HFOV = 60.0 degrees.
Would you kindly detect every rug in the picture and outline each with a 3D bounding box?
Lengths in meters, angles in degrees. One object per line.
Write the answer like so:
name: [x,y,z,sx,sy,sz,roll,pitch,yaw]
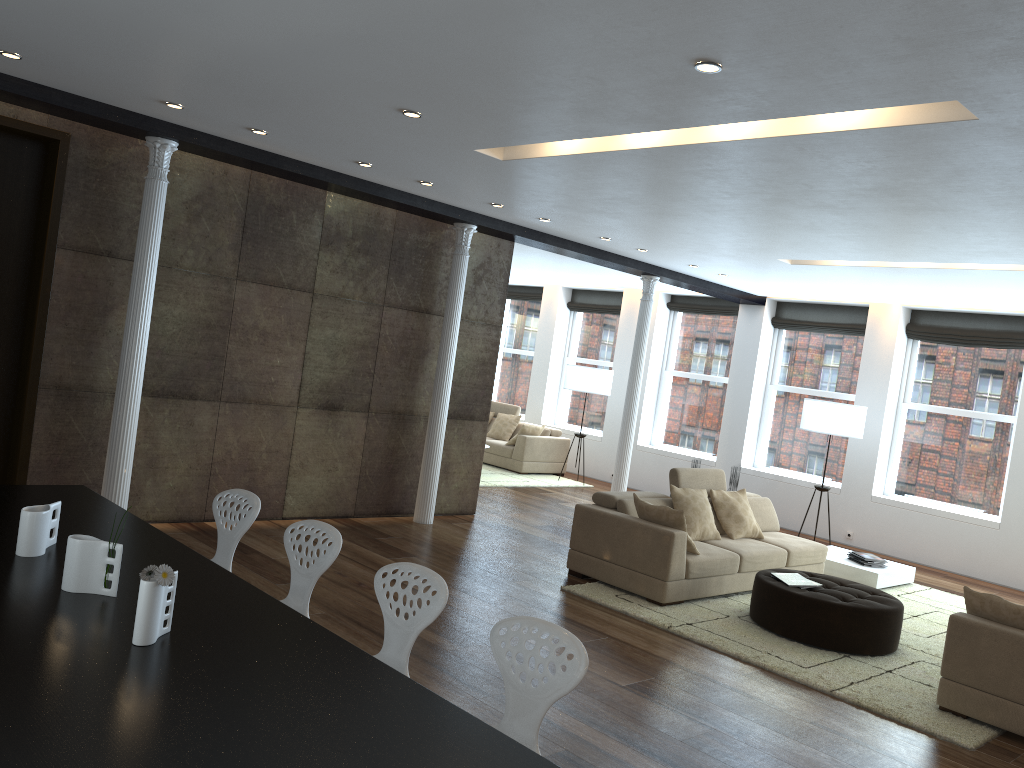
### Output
rug: [2.902,1.919,7.207,4.231,0.020,2.972,7,2,-44]
rug: [-1.319,1.123,13.431,2.972,0.020,4.231,7,2,-44]

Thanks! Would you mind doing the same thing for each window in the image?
window: [0.117,-0.549,15.864,0.123,2.400,1.444,7,2,-44]
window: [2.775,-0.082,13.100,0.123,2.400,1.391,7,2,-44]
window: [5.285,0.360,10.489,0.123,2.400,1.442,7,2,-44]
window: [1.352,-0.332,14.580,0.123,2.400,1.345,7,2,-44]
window: [4.021,0.138,11.803,0.123,2.400,1.432,7,2,-44]

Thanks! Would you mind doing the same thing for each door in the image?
door: [-3.827,-0.440,6.111,1.000,2.814,0.510,7,2,-44]

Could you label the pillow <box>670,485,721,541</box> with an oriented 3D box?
pillow: [1.587,1.114,7.662,0.534,0.439,0.301,7,2,-41]

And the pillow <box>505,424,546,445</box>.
pillow: [0.215,0.768,13.400,0.395,0.393,0.518,10,2,42]

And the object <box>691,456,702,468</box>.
object: [2.388,1.328,11.699,0.458,0.781,0.458,7,2,-45]

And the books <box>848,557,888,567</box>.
books: [3.532,1.768,8.798,0.220,0.010,0.300,8,2,-24]

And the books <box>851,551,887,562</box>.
books: [3.540,1.711,8.796,0.220,0.010,0.300,8,2,-4]

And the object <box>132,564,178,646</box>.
object: [-1.021,0.633,2.585,0.076,0.233,0.161,9,2,27]

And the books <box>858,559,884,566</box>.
books: [3.534,1.749,8.798,0.220,0.010,0.300,8,2,6]

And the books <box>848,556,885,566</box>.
books: [3.508,1.755,8.794,0.220,0.010,0.300,8,2,-9]

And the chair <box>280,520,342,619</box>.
chair: [-1.098,1.021,3.833,0.581,0.835,0.495,7,2,-44]

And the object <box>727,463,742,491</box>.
object: [2.863,1.403,11.517,0.458,0.781,0.458,7,2,-45]

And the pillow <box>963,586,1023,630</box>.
pillow: [2.925,1.404,5.174,0.518,0.393,0.395,10,2,42]

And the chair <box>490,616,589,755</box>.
chair: [-0.117,1.194,2.794,0.581,0.835,0.495,7,2,-44]

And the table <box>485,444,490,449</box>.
table: [-0.848,1.010,12.529,1.022,0.393,1.022,8,2,0]

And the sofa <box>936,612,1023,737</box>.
sofa: [3.786,1.621,5.725,2.581,0.950,1.021,7,2,-44]

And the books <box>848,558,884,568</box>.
books: [3.505,1.774,8.794,0.220,0.010,0.300,8,2,-9]

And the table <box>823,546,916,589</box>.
table: [3.445,1.851,8.978,0.900,0.170,0.900,7,2,-44]

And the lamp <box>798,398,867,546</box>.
lamp: [3.631,1.068,10.315,0.698,1.728,0.698,8,2,-21]

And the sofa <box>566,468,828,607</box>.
sofa: [1.758,1.265,7.833,2.581,0.950,1.021,7,2,-44]

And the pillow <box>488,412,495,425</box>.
pillow: [-0.576,0.608,14.548,0.519,0.416,0.368,10,2,41]

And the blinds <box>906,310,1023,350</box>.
blinds: [5.387,-0.642,10.415,0.156,0.424,1.439,7,2,-44]

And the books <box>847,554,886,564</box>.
books: [3.511,1.736,8.793,0.220,0.010,0.300,8,2,-19]

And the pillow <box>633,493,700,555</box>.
pillow: [1.207,1.101,6.961,0.395,0.393,0.518,7,2,-41]

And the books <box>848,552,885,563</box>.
books: [3.514,1.717,8.793,0.220,0.010,0.300,8,2,-9]

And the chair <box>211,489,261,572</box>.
chair: [-1.590,0.935,4.317,0.581,0.835,0.495,7,2,-44]

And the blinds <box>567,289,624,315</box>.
blinds: [1.453,-1.341,14.507,0.156,0.393,1.342,7,2,-44]

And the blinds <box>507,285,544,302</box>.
blinds: [0.229,-1.617,15.787,0.156,0.275,1.442,7,2,-44]

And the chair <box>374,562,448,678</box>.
chair: [-0.597,1.110,3.299,0.581,0.835,0.495,7,2,-44]

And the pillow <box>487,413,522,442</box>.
pillow: [-0.136,0.674,14.110,0.534,0.439,0.301,10,2,42]

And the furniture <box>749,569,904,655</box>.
furniture: [2.317,1.664,6.569,1.057,0.355,1.057,7,2,-42]

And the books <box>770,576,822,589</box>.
books: [2.097,1.453,6.544,0.219,0.031,0.300,7,2,-29]

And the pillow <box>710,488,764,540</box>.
pillow: [2.038,1.178,8.089,0.519,0.416,0.368,7,2,-40]

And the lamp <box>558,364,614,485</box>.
lamp: [1.024,0.608,13.026,0.698,1.728,0.698,8,2,-21]

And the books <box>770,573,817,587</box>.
books: [2.073,1.442,6.539,0.220,0.040,0.301,8,2,-9]

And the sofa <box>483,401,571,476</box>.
sofa: [-0.338,0.770,14.287,1.018,0.950,2.581,7,2,-44]

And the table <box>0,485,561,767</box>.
table: [-1.517,1.038,2.949,1.200,0.733,3.400,7,2,-44]

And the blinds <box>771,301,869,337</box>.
blinds: [4.111,-0.872,11.720,0.183,0.395,1.431,7,2,-44]

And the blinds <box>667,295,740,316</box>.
blinds: [2.884,-1.149,13.025,0.156,0.275,1.396,7,2,-44]

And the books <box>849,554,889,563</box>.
books: [3.537,1.730,8.797,0.220,0.010,0.300,7,2,-29]
